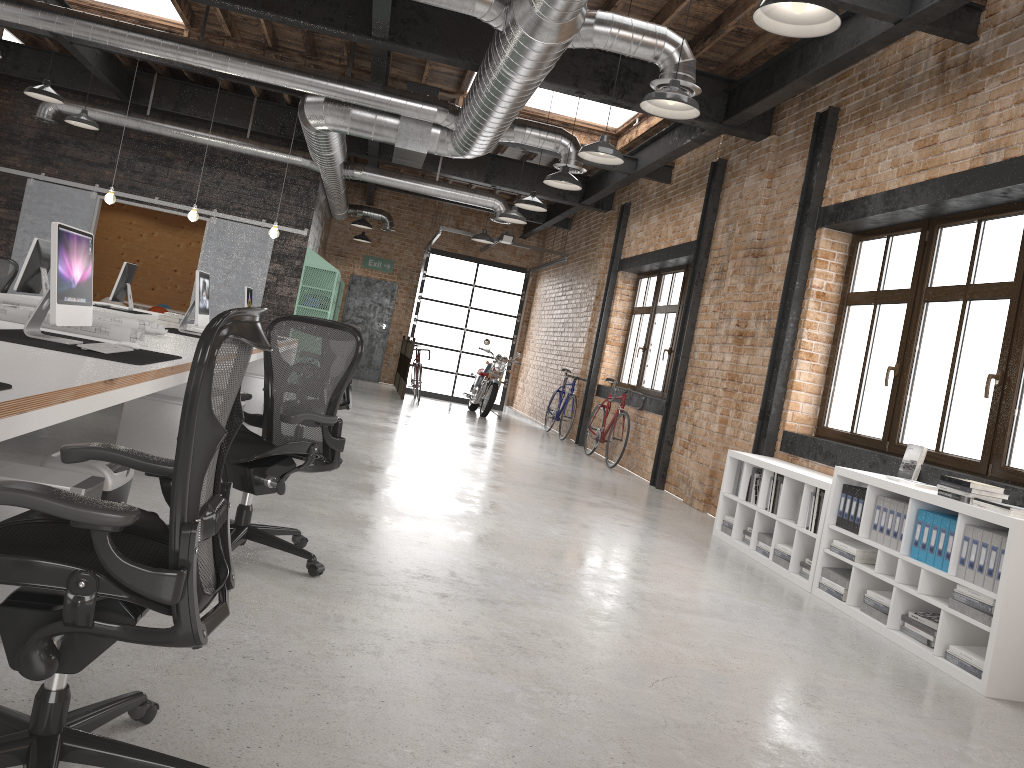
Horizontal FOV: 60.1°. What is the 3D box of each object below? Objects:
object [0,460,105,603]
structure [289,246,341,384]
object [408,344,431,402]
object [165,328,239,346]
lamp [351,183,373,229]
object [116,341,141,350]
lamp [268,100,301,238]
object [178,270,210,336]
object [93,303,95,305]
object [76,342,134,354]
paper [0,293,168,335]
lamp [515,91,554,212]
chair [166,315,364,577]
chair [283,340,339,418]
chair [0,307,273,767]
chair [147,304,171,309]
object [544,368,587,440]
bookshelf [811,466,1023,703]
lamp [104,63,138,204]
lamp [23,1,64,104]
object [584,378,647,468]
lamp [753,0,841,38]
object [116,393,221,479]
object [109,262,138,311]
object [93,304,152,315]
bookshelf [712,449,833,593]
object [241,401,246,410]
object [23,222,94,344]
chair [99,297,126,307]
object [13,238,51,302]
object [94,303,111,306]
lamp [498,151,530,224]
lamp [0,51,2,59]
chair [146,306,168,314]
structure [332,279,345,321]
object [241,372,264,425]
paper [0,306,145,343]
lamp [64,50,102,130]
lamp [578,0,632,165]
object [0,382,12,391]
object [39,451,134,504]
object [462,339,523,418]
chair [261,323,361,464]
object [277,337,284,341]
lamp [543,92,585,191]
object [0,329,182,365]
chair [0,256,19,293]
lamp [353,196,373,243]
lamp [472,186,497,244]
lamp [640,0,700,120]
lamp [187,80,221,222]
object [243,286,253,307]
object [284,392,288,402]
[{"bbox_3d":[-1.578,0.480,2.678,0.540,0.455,0.221,11,0,-10],"label":"object"},{"bbox_3d":[-3.089,-1.017,13.834,0.555,2.102,1.119,11,0,-10],"label":"structure"},{"bbox_3d":[-1.770,-0.209,16.501,0.409,1.034,1.735,11,1,-4],"label":"object"},{"bbox_3d":[-2.353,-0.363,6.838,0.686,0.008,0.850,11,2,-10],"label":"object"},{"bbox_3d":[-2.364,-3.267,14.710,0.360,1.339,0.363,12,-1,-32],"label":"lamp"},{"bbox_3d":[-1.770,-0.180,4.093,0.106,0.028,0.059,11,1,-11],"label":"object"},{"bbox_3d":[-2.638,-2.531,10.383,0.123,1.679,0.123,11,-1,-12],"label":"lamp"},{"bbox_3d":[-2.413,-0.625,6.812,0.189,0.485,0.484,11,0,-10],"label":"object"},{"bbox_3d":[-4.196,-0.807,8.792,0.106,0.028,0.059,11,1,-9],"label":"object"},{"bbox_3d":[-1.724,-0.154,3.768,0.118,0.017,0.439,11,2,-10],"label":"object"},{"bbox_3d":[-2.907,-0.472,5.753,1.080,0.105,0.971,13,3,44],"label":"paper"},{"bbox_3d":[0.335,-2.587,9.651,0.362,1.364,0.362,11,-1,-2],"label":"lamp"},{"bbox_3d":[-1.071,0.218,3.882,0.772,1.086,0.790,11,0,14],"label":"chair"},{"bbox_3d":[-2.176,-0.185,9.638,0.789,1.086,0.773,11,0,-31],"label":"chair"},{"bbox_3d":[-0.880,0.322,1.832,0.789,1.086,0.773,11,0,-26],"label":"chair"},{"bbox_3d":[-6.418,-1.065,16.018,0.616,0.778,0.582,11,0,-15],"label":"chair"},{"bbox_3d":[0.762,0.285,13.542,0.400,1.040,1.742,11,1,-15],"label":"object"},{"bbox_3d":[2.240,0.983,4.732,0.399,0.800,1.546,11,1,-10],"label":"bookshelf"},{"bbox_3d":[-4.418,-2.869,10.078,0.123,1.679,0.123,11,-1,-12],"label":"lamp"},{"bbox_3d":[-4.524,-3.511,8.818,0.362,1.364,0.362,11,-1,-2],"label":"lamp"},{"bbox_3d":[1.191,0.451,10.994,0.400,1.040,1.742,11,1,-15],"label":"object"},{"bbox_3d":[1.330,-2.201,3.749,0.362,1.364,0.361,11,-1,8],"label":"lamp"},{"bbox_3d":[-2.004,0.315,5.207,0.540,0.455,0.221,11,0,-10],"label":"object"},{"bbox_3d":[-3.981,-1.007,9.132,0.189,0.485,0.484,11,0,-10],"label":"object"},{"bbox_3d":[-4.140,-0.787,9.114,0.686,0.008,0.850,11,2,-11],"label":"object"},{"bbox_3d":[1.965,0.939,6.262,0.399,0.685,1.546,11,1,-10],"label":"bookshelf"},{"bbox_3d":[-2.021,0.274,6.166,0.250,0.466,0.339,11,0,-10],"label":"object"},{"bbox_3d":[-1.898,-0.425,3.761,0.189,0.485,0.484,11,0,-10],"label":"object"},{"bbox_3d":[-6.330,-0.983,14.026,0.616,0.778,0.582,11,0,-15],"label":"chair"},{"bbox_3d":[-3.571,-0.848,6.699,0.189,0.485,0.484,11,0,-10],"label":"object"},{"bbox_3d":[-4.245,-0.820,9.116,0.118,0.017,0.439,11,2,-10],"label":"object"},{"bbox_3d":[0.086,-2.416,10.835,0.362,0.857,0.361,11,-1,8],"label":"lamp"},{"bbox_3d":[-4.315,-3.162,7.284,0.362,0.857,0.362,11,-1,-2],"label":"lamp"},{"bbox_3d":[-5.647,-0.853,14.143,0.616,0.778,0.582,11,0,-15],"label":"chair"},{"bbox_3d":[-3.599,-1.215,16.863,0.555,2.102,1.119,11,0,-10],"label":"structure"},{"bbox_3d":[-2.504,0.121,8.176,0.540,0.455,0.221,11,0,-10],"label":"object"},{"bbox_3d":[-2.436,-0.338,4.422,1.131,0.082,0.083,11,1,-15],"label":"paper"},{"bbox_3d":[-4.773,-3.340,10.002,0.362,0.857,0.361,11,-1,8],"label":"lamp"},{"bbox_3d":[0.813,-2.402,6.818,0.360,1.364,0.363,12,-1,-37],"label":"lamp"},{"bbox_3d":[-1.492,-0.029,1.732,0.686,0.008,0.850,11,2,-10],"label":"object"},{"bbox_3d":[-1.500,0.476,3.075,0.250,0.466,0.339,11,0,-10],"label":"object"},{"bbox_3d":[-0.395,-0.100,15.825,0.810,1.360,2.184,11,1,-22],"label":"object"},{"bbox_3d":[-1.597,0.017,6.914,0.792,1.086,0.770,11,0,-1],"label":"chair"},{"bbox_3d":[-2.812,-0.542,9.566,0.686,0.008,0.850,11,2,-11],"label":"object"},{"bbox_3d":[0.544,-2.238,8.117,0.362,0.857,0.361,11,-1,13],"label":"lamp"},{"bbox_3d":[-1.836,-0.163,3.769,0.686,0.008,0.850,11,2,-10],"label":"object"},{"bbox_3d":[-5.457,-0.813,9.229,0.795,1.086,0.767,11,0,29],"label":"chair"},{"bbox_3d":[-2.774,-3.426,17.145,0.360,1.339,0.363,12,-1,-32],"label":"lamp"},{"bbox_3d":[-0.360,-2.589,13.484,0.360,0.857,0.363,11,-1,-32],"label":"lamp"},{"bbox_3d":[1.022,-2.053,5.284,0.362,0.857,0.361,11,-1,8],"label":"lamp"},{"bbox_3d":[-3.528,-2.700,10.230,0.123,1.679,0.123,11,-1,-12],"label":"lamp"},{"bbox_3d":[-2.872,-0.803,9.541,0.189,0.485,0.484,11,0,-10],"label":"object"},{"bbox_3d":[-2.860,-0.017,10.287,0.540,0.455,0.221,11,0,-10],"label":"object"}]
